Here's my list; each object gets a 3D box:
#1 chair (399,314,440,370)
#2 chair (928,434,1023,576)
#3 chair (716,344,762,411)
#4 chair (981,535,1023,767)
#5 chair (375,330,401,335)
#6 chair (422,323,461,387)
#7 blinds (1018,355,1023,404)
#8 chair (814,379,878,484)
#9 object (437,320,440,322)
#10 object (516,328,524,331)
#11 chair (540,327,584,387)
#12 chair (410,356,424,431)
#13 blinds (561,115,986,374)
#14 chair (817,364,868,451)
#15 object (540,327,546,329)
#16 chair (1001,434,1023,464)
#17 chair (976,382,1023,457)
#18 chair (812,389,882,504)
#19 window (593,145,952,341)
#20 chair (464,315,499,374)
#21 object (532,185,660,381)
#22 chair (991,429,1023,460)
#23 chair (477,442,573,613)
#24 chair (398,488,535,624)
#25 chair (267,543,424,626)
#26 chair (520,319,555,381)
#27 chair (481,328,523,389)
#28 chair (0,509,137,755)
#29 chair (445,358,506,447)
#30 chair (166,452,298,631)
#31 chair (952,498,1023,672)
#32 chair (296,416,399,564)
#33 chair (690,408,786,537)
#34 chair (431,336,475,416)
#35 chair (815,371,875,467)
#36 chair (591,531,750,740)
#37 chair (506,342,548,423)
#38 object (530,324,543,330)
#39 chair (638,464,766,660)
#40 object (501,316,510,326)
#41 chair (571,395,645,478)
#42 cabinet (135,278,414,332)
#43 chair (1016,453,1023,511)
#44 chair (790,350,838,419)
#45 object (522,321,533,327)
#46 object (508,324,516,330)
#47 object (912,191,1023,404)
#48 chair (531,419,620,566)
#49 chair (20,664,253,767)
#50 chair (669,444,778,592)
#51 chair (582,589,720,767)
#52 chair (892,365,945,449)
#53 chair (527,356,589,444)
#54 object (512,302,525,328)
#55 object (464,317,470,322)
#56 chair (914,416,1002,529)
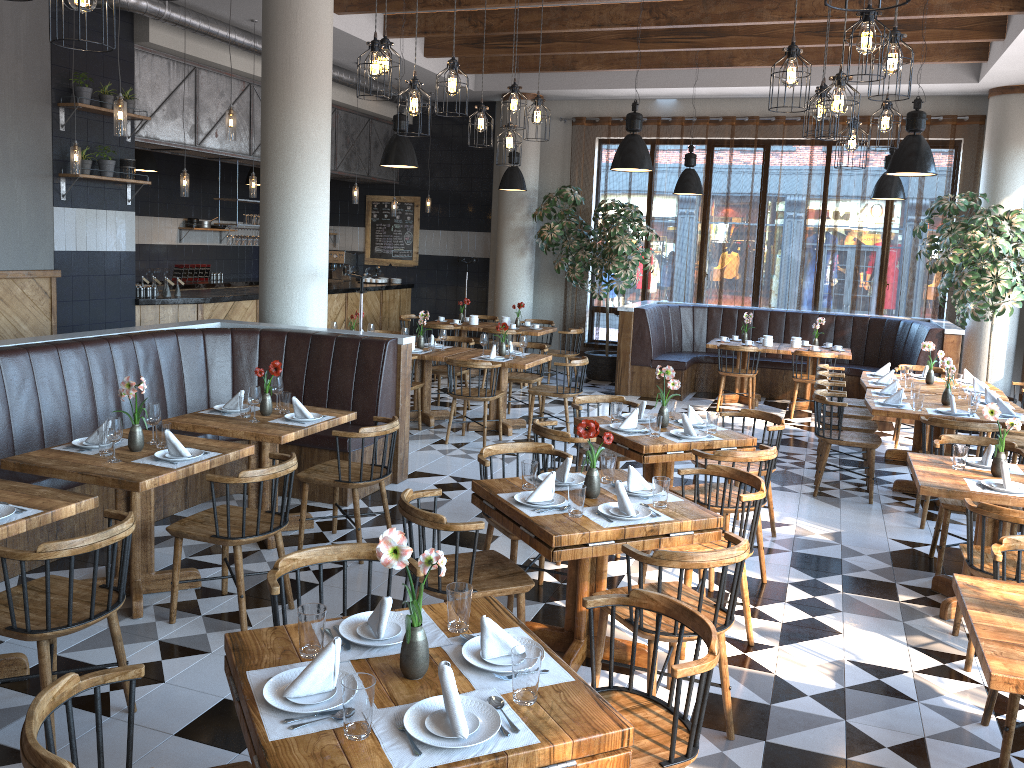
[{"bbox_3d":[-1.335,-0.560,12.622,0.550,0.813,0.521,5,8,19],"label":"chair"},{"bbox_3d":[2.865,0.772,5.482,0.520,0.813,0.552,5,8,19],"label":"chair"},{"bbox_3d":[2.743,-0.082,10.778,0.520,0.813,0.552,5,8,19],"label":"chair"},{"bbox_3d":[2.116,1.068,3.422,0.520,0.813,0.552,5,8,19],"label":"chair"},{"bbox_3d":[-1.532,-0.187,10.236,0.520,0.813,0.552,5,8,19],"label":"chair"},{"bbox_3d":[-0.929,-0.408,11.783,0.520,0.813,0.552,5,8,19],"label":"chair"},{"bbox_3d":[5.967,-1.344,9.457,0.155,3.563,3.212,5,8,20],"label":"blinds"},{"bbox_3d":[2.910,0.406,7.777,0.550,0.813,0.521,5,8,19],"label":"chair"},{"bbox_3d":[-1.027,-0.877,12.367,0.053,0.025,0.049,4,9,8],"label":"object"},{"bbox_3d":[0.104,-0.728,11.756,0.034,0.023,0.156,-6,12,-45],"label":"object"},{"bbox_3d":[0.664,-0.355,11.899,0.550,0.813,0.521,5,8,19],"label":"chair"},{"bbox_3d":[-1.169,0.075,8.704,0.520,0.813,0.552,5,8,19],"label":"chair"},{"bbox_3d":[3.410,-1.951,12.525,5.550,3.564,0.156,6,7,20],"label":"blinds"},{"bbox_3d":[3.328,0.241,8.925,0.550,0.813,0.521,5,8,19],"label":"chair"},{"bbox_3d":[0.425,-0.760,12.049,0.155,0.023,0.034,-6,12,-42],"label":"object"},{"bbox_3d":[4.326,0.553,7.262,0.550,0.813,0.521,5,8,19],"label":"chair"},{"bbox_3d":[4.749,0.385,8.427,0.550,0.813,0.521,5,8,19],"label":"chair"},{"bbox_3d":[2.696,0.491,7.188,0.550,0.813,0.521,5,8,19],"label":"chair"},{"bbox_3d":[3.986,-0.872,6.353,4.491,3.148,15.217,2,9,-4],"label":"window"},{"bbox_3d":[-0.486,-0.583,12.999,0.520,0.813,0.552,5,8,19],"label":"chair"},{"bbox_3d":[1.116,-1.434,12.577,1.753,2.767,1.488,3,7,0],"label":"object"},{"bbox_3d":[4.547,0.465,7.870,0.550,0.813,0.521,5,8,19],"label":"chair"},{"bbox_3d":[0.085,0.769,4.718,0.519,0.813,0.552,-1,8,-25],"label":"chair"},{"bbox_3d":[-0.225,0.892,3.865,0.550,0.813,0.522,-1,8,-25],"label":"chair"},{"bbox_3d":[-0.547,1.020,2.978,0.519,0.813,0.552,-1,8,-25],"label":"chair"},{"bbox_3d":[0.320,-0.500,12.712,0.520,0.813,0.552,5,8,19],"label":"chair"},{"bbox_3d":[-0.122,-0.326,11.497,0.520,0.813,0.552,5,8,19],"label":"chair"},{"bbox_3d":[-1.733,0.906,3.354,0.550,0.813,0.521,5,8,19],"label":"chair"},{"bbox_3d":[-0.355,0.157,8.415,0.520,0.813,0.552,5,8,19],"label":"chair"},{"bbox_3d":[-1.358,0.758,4.385,0.550,0.813,0.521,5,8,19],"label":"chair"},{"bbox_3d":[2.421,0.948,4.261,0.520,0.813,0.552,5,8,19],"label":"chair"},{"bbox_3d":[-0.984,0.610,5.416,0.550,0.813,0.521,5,8,19],"label":"chair"},{"bbox_3d":[1.554,0.614,6.097,0.550,0.813,0.522,-1,8,-25],"label":"chair"},{"bbox_3d":[-0.717,-0.104,9.947,0.520,0.813,0.552,5,8,19],"label":"chair"},{"bbox_3d":[3.132,0.319,8.386,0.550,0.813,0.521,5,8,19],"label":"chair"},{"bbox_3d":[0.631,0.979,3.561,0.519,0.813,0.552,-1,8,-25],"label":"chair"},{"bbox_3d":[0.098,-0.021,9.658,0.520,0.813,0.552,5,8,19],"label":"chair"},{"bbox_3d":[0.327,-0.771,11.957,0.176,0.066,0.176,3,9,5],"label":"object"},{"bbox_3d":[0.941,0.857,4.414,0.550,0.813,0.522,-1,8,-25],"label":"chair"},{"bbox_3d":[-0.087,-0.863,12.219,0.130,0.128,0.130,-1,9,-26],"label":"object"},{"bbox_3d":[0.697,0.527,6.401,0.519,0.813,0.552,-1,8,-25],"label":"chair"},{"bbox_3d":[-4.065,-0.806,12.292,3.031,1.159,6.020,6,10,19],"label":"cabinet"},{"bbox_3d":[4.118,0.635,6.690,0.550,0.813,0.521,5,8,19],"label":"chair"},{"bbox_3d":[3.550,0.000,10.491,0.520,0.813,0.552,5,8,19],"label":"chair"},{"bbox_3d":[0.214,-0.837,12.332,0.176,0.066,0.176,-2,10,-25],"label":"object"},{"bbox_3d":[0.011,-0.767,11.847,0.176,0.066,0.176,9,11,34],"label":"object"},{"bbox_3d":[5.300,-0.909,10.475,1.480,2.767,1.763,0,8,-22],"label":"object"},{"bbox_3d":[0.387,0.650,5.549,0.550,0.813,0.522,-1,8,-25],"label":"chair"},{"bbox_3d":[-0.858,1.142,2.125,0.550,0.813,0.522,-1,8,-25],"label":"chair"},{"bbox_3d":[1.243,0.737,5.245,0.519,0.813,0.552,-1,8,-25],"label":"chair"},{"bbox_3d":[0.309,1.107,2.674,0.550,0.813,0.522,-1,8,-25],"label":"chair"},{"bbox_3d":[4.203,0.244,9.155,0.520,0.813,0.552,5,8,19],"label":"chair"},{"bbox_3d":[0.462,0.130,8.813,0.550,0.813,0.521,5,8,19],"label":"chair"},{"bbox_3d":[0.089,-0.940,12.037,0.156,0.353,0.172,0,8,-22],"label":"object"},{"bbox_3d":[-0.631,-0.913,12.578,0.176,0.066,0.176,8,10,33],"label":"object"},{"bbox_3d":[3.220,0.633,6.452,0.520,0.813,0.552,5,8,19],"label":"chair"}]
